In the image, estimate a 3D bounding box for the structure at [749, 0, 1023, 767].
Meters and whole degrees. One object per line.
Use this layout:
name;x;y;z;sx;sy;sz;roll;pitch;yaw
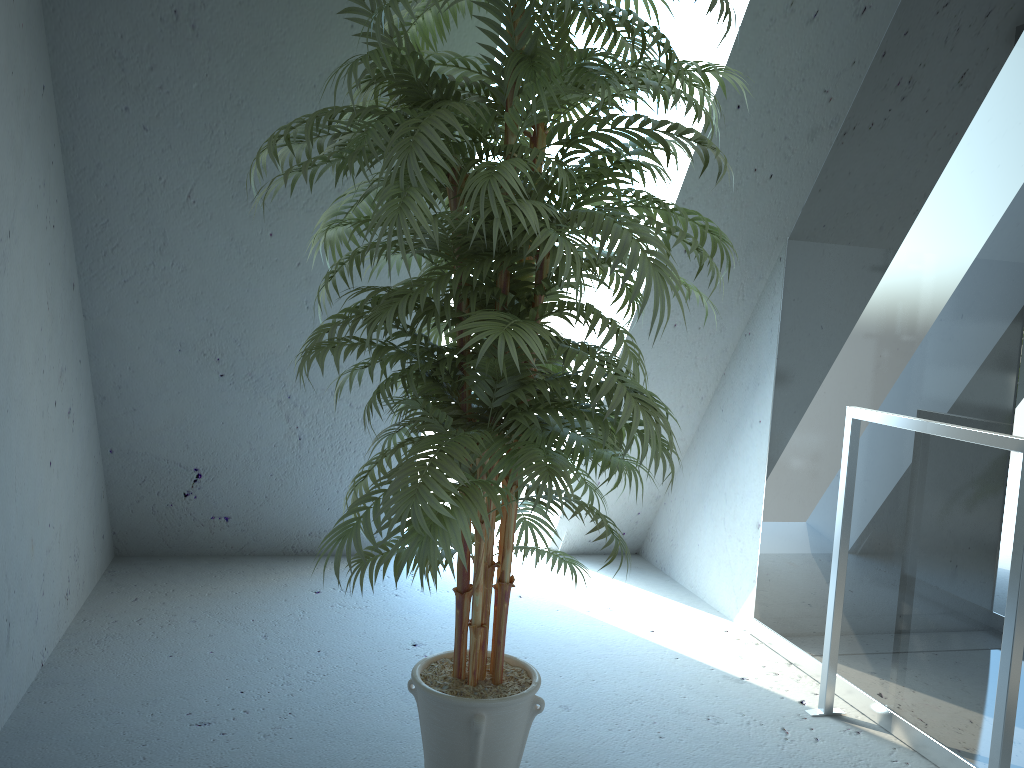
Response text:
structure;1.541;-0.080;2.237;1.184;2.114;1.835;3;4;-15

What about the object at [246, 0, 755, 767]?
object;-0.029;-0.121;1.901;1.020;2.034;0.980;7;5;34
